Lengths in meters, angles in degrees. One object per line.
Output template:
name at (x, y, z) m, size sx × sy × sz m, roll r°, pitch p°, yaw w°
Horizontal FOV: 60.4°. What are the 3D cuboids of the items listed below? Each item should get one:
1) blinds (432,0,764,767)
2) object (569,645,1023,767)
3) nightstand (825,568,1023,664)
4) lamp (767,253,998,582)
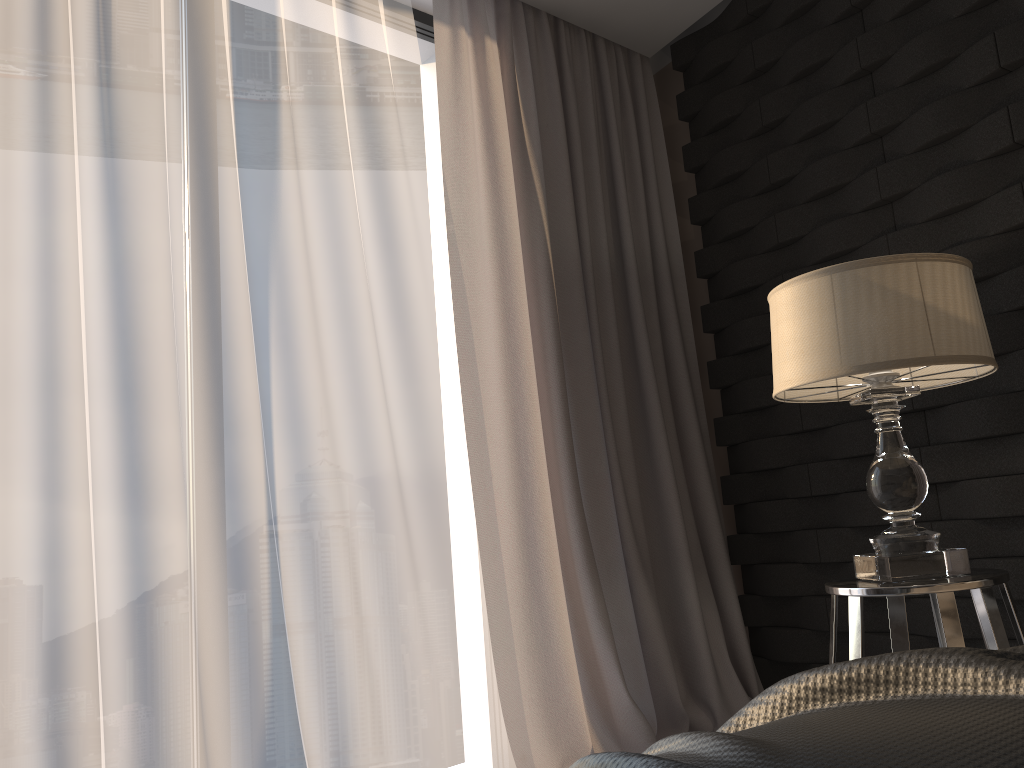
blinds at (0.305, -0.121, 2.756) m, size 1.056 × 2.641 × 0.322 m, roll 4°, pitch -13°, yaw -41°
object at (0.521, 0.236, 0.003) m, size 0.651 × 0.322 × 1.947 m, roll 1°, pitch -11°, yaw -31°
nightstand at (0.855, 0.695, 1.765) m, size 0.571 × 0.603 × 0.530 m, roll -1°, pitch -10°, yaw -20°
lamp at (0.804, 0.090, 1.880) m, size 0.467 × 0.631 × 0.464 m, roll -5°, pitch -10°, yaw 0°
